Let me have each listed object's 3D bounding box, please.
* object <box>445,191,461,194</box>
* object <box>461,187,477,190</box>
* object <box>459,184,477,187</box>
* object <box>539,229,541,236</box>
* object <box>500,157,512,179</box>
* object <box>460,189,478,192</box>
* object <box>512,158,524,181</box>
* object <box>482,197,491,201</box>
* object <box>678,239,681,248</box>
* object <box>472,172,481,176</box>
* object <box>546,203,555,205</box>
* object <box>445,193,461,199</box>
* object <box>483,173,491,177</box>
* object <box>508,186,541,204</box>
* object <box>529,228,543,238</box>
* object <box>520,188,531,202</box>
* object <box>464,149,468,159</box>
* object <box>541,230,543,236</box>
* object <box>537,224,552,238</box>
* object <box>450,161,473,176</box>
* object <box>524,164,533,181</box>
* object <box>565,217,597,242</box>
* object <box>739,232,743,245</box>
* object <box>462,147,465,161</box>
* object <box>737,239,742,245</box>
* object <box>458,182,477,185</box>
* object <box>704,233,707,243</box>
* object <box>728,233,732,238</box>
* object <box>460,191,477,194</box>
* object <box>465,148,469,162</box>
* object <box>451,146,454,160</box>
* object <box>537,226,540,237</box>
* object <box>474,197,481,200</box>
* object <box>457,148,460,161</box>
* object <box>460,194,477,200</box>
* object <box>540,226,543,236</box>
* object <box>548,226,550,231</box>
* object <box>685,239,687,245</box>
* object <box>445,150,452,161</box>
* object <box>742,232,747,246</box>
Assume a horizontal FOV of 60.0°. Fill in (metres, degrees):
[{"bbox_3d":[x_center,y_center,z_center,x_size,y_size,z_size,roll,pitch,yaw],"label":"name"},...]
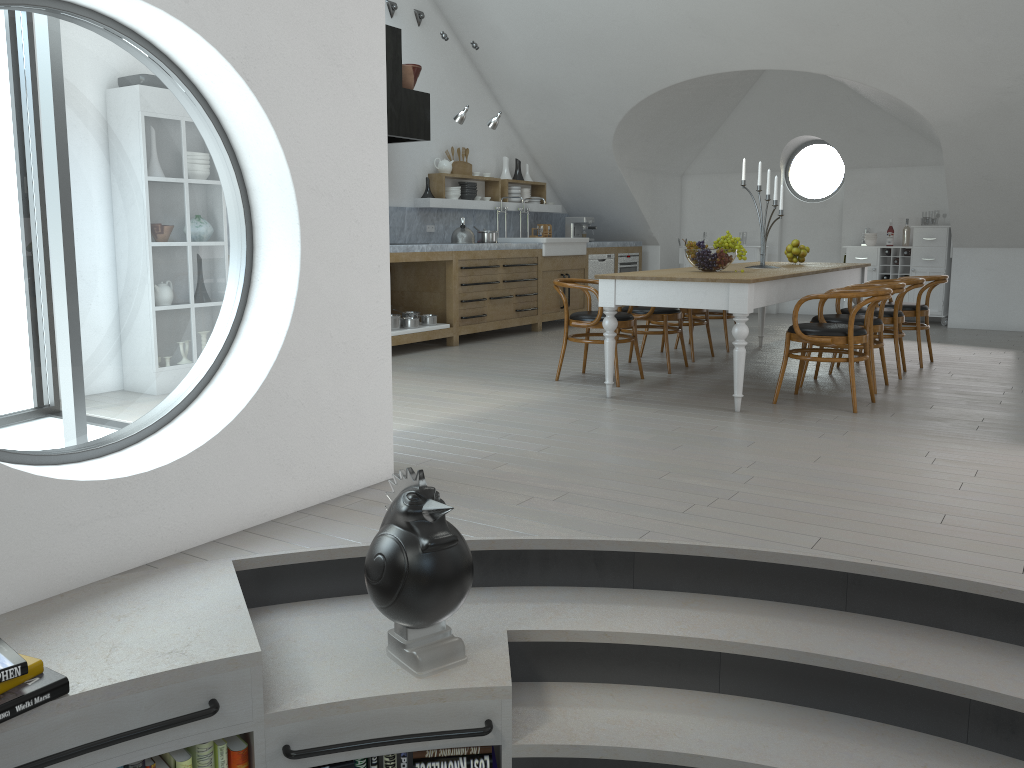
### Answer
[{"bbox_3d":[-0.644,-2.045,9.577,0.181,0.065,0.182,-3,10,-19],"label":"object"},{"bbox_3d":[-0.488,-2.142,9.808,0.206,0.072,0.206,3,10,20],"label":"object"},{"bbox_3d":[-0.489,-2.168,9.809,0.205,0.083,0.206,-5,11,-29],"label":"object"},{"bbox_3d":[0.345,-1.859,11.020,0.019,0.178,0.044,0,8,-2],"label":"object"},{"bbox_3d":[-0.072,-2.540,10.441,0.156,0.267,0.156,3,9,21],"label":"object"},{"bbox_3d":[-0.484,-2.120,9.808,0.205,0.086,0.206,-2,10,-14],"label":"object"},{"bbox_3d":[0.073,-2.576,10.658,0.156,0.267,0.156,6,10,37],"label":"object"},{"bbox_3d":[-0.289,-2.116,10.165,0.098,0.048,0.099,5,11,30],"label":"object"},{"bbox_3d":[2.274,-1.822,11.930,0.088,0.267,0.029,1,8,6],"label":"object"},{"bbox_3d":[-0.402,-2.351,9.955,0.098,0.048,0.099,5,11,30],"label":"object"},{"bbox_3d":[0.445,-2.282,11.274,0.213,0.025,0.214,4,10,20],"label":"object"},{"bbox_3d":[-0.643,-2.023,9.581,0.181,0.063,0.181,-6,11,-34],"label":"object"},{"bbox_3d":[-0.286,-2.381,10.134,0.098,0.048,0.099,5,11,30],"label":"object"},{"bbox_3d":[0.131,-2.286,10.761,0.198,0.195,0.659,6,11,32],"label":"object"},{"bbox_3d":[0.300,-1.854,11.023,0.100,0.171,0.173,6,10,34],"label":"object"},{"bbox_3d":[0.152,-2.286,10.748,0.158,0.159,0.154,-5,10,-29],"label":"object"},{"bbox_3d":[-0.499,-2.462,9.835,0.030,0.293,0.058,5,9,32],"label":"object"},{"bbox_3d":[0.369,-1.864,11.050,0.044,0.178,0.020,3,8,17],"label":"object"},{"bbox_3d":[0.412,-1.911,11.210,0.104,0.222,0.201,5,10,33],"label":"object"},{"bbox_3d":[-0.564,-2.365,9.727,0.084,0.157,0.354,5,11,32],"label":"object"},{"bbox_3d":[0.187,-2.584,10.853,0.156,0.217,0.156,2,9,14],"label":"object"},{"bbox_3d":[0.927,-1.988,11.415,0.387,0.319,0.325,6,10,32],"label":"object"},{"bbox_3d":[3.004,-1.897,11.622,0.054,0.178,0.054,1,8,10],"label":"object"},{"bbox_3d":[-0.537,-2.446,9.740,0.019,0.298,0.057,5,9,32],"label":"object"},{"bbox_3d":[2.963,-1.848,11.572,0.071,0.098,0.071,-6,10,-33],"label":"object"},{"bbox_3d":[-0.492,-2.195,9.805,0.206,0.079,0.206,7,11,35],"label":"object"},{"bbox_3d":[2.610,-1.965,11.972,0.024,0.163,0.039,-8,11,-44],"label":"object"},{"bbox_3d":[2.859,-1.895,11.641,0.048,0.169,0.048,3,9,20],"label":"object"},{"bbox_3d":[-0.490,-2.093,9.812,0.205,0.086,0.206,-3,10,-19],"label":"object"},{"bbox_3d":[-0.504,-2.455,9.794,0.039,0.297,0.068,5,9,32],"label":"object"},{"bbox_3d":[-0.637,-2.428,9.623,0.028,0.298,0.055,5,9,32],"label":"object"},{"bbox_3d":[0.328,-1.878,11.060,0.040,0.191,0.042,-3,8,-19],"label":"object"},{"bbox_3d":[-0.394,-2.089,10.005,0.098,0.048,0.099,5,11,30],"label":"object"},{"bbox_3d":[-0.572,-2.444,9.722,0.040,0.298,0.061,5,9,30],"label":"object"},{"bbox_3d":[-0.490,-2.067,9.816,0.206,0.072,0.206,3,10,20],"label":"object"},{"bbox_3d":[0.369,-1.874,11.034,0.040,0.191,0.042,-3,9,-20],"label":"object"},{"bbox_3d":[0.463,-1.905,11.219,0.040,0.191,0.042,-1,8,-7],"label":"object"},{"bbox_3d":[2.320,-1.818,11.901,0.029,0.267,0.088,-5,9,-30],"label":"object"},{"bbox_3d":[-0.655,-2.405,9.593,0.016,0.258,0.199,7,11,43],"label":"object"},{"bbox_3d":[3.035,-1.892,11.566,0.063,0.186,0.063,3,9,18],"label":"object"}]
